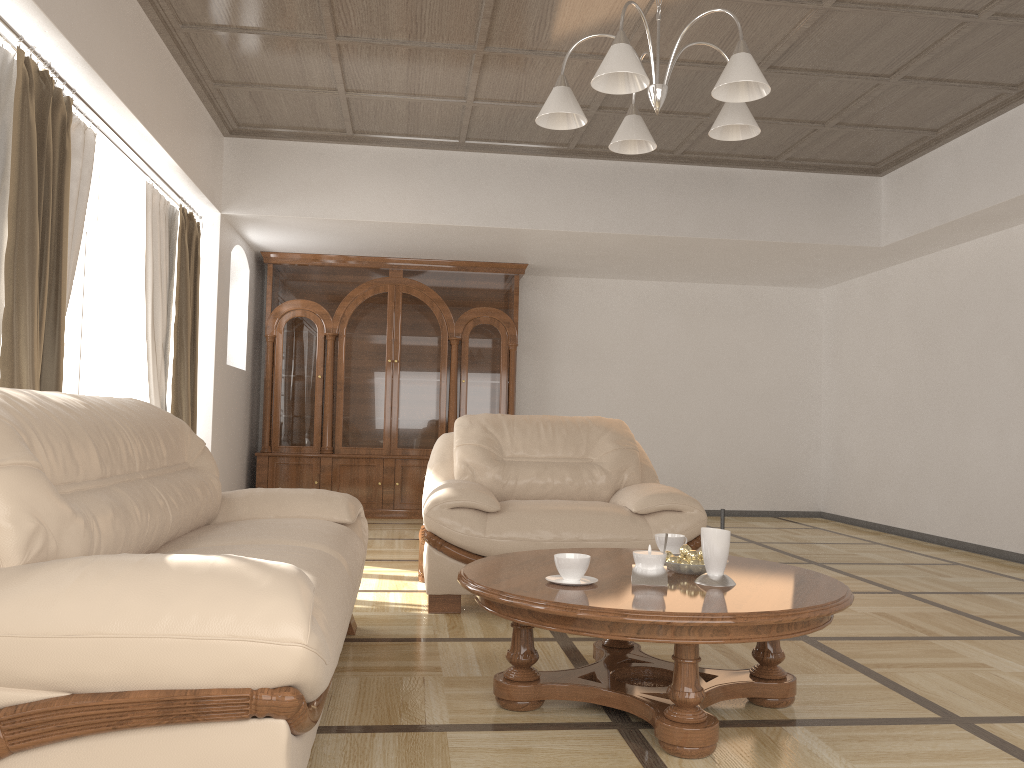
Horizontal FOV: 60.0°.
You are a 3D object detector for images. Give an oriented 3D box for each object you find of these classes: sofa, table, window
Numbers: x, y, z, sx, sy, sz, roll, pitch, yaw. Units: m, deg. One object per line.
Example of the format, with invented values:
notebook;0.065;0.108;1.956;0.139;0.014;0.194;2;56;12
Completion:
sofa;-0.984;0.479;2.559;1.051;0.900;2.135;2;-3;-7
table;0.414;0.775;2.699;1.167;0.392;1.169;2;-3;-11
window;-2.705;-0.529;5.399;0.782;1.500;1.653;2;-3;-7
sofa;0.198;0.600;4.475;1.318;0.900;1.052;2;-3;-7

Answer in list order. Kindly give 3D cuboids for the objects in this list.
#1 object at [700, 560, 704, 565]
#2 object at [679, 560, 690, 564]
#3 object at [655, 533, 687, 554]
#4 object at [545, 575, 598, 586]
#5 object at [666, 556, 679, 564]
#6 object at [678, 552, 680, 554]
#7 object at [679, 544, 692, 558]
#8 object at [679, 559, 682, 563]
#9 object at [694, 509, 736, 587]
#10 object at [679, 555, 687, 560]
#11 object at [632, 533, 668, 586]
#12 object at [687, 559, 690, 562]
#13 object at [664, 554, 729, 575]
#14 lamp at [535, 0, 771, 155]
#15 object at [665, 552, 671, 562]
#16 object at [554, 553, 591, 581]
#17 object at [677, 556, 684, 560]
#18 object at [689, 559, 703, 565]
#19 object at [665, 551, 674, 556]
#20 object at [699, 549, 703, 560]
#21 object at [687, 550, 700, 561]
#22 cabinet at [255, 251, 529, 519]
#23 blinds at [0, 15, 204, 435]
object;0.586;0.560;2.724;0.039;0.040;0.038;2;-3;-16
object;0.532;0.559;2.721;0.040;0.040;0.038;-1;-4;44
object;0.552;0.560;3.073;0.114;0.071;0.105;1;-3;8
object;0.170;0.559;2.520;0.150;0.010;0.150;2;-3;-21
object;0.495;0.547;2.728;0.039;0.038;0.041;-1;-3;37
object;0.546;0.595;3.072;0.150;0.010;0.150;2;-3;-17
object;0.550;0.529;2.808;0.038;0.044;0.038;1;-3;0
object;0.515;0.562;2.760;0.040;0.037;0.040;1;-3;19
object;0.591;0.472;2.576;0.119;0.210;0.119;3;-3;-29
object;0.551;0.559;2.833;0.040;0.039;0.039;1;-3;4
object;0.404;0.507;2.591;0.104;0.133;0.178;1;-3;8
object;0.556;0.562;2.755;0.041;0.038;0.039;-1;-3;35
object;0.559;0.566;2.762;0.227;0.039;0.227;1;-3;18
lamp;0.464;-1.379;2.828;0.741;1.094;0.713;2;-3;-7
object;0.478;0.544;2.763;0.040;0.040;0.038;3;-3;-28
object;0.167;0.524;2.525;0.114;0.071;0.105;-1;-4;44
object;0.526;0.563;2.800;0.039;0.038;0.040;1;-3;18
object;0.559;0.552;2.694;0.041;0.040;0.037;1;-3;6
object;0.490;0.547;2.800;0.041;0.039;0.039;-1;-4;42
object;0.599;0.528;2.748;0.040;0.041;0.037;1;-3;17
object;0.558;0.530;2.728;0.038;0.039;0.040;3;-3;-22
cabinet;-1.083;0.041;8.075;2.360;2.298;0.587;2;-3;-7
blinds;-1.902;-0.208;3.387;0.285;2.294;5.765;2;-3;-7
